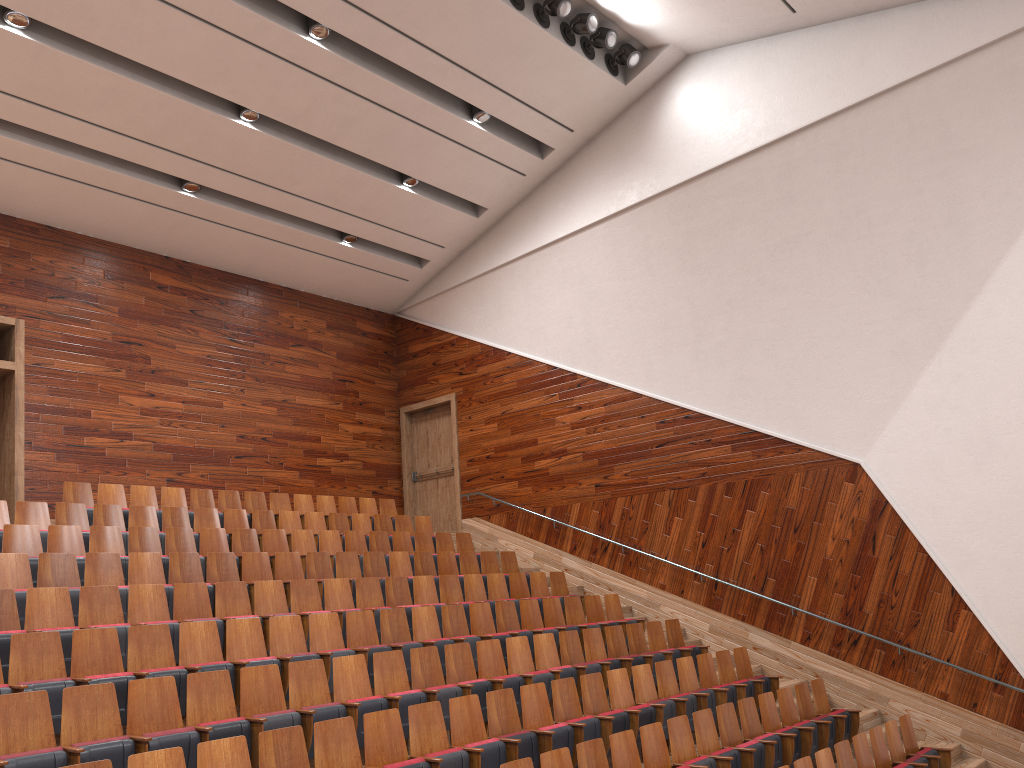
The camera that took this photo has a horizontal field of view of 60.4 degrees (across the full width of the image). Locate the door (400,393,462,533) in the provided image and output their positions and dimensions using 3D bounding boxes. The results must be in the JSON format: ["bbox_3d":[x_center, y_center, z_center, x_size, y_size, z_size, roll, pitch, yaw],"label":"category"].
[{"bbox_3d":[-0.134,0.147,1.518,0.141,0.235,0.024,-11,-9,41],"label":"door"}]

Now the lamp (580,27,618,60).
[{"bbox_3d":[0.111,-0.430,1.102,0.045,0.030,0.031,-13,-14,41],"label":"lamp"}]

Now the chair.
[{"bbox_3d":[-0.277,0.202,0.645,0.780,0.366,1.193,-14,-16,40],"label":"chair"}]

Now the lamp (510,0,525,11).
[{"bbox_3d":[0.020,-0.450,1.000,0.045,0.031,0.031,-13,-14,41],"label":"lamp"}]

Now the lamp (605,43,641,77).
[{"bbox_3d":[0.146,-0.424,1.141,0.045,0.031,0.031,-13,-14,41],"label":"lamp"}]

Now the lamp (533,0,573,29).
[{"bbox_3d":[0.051,-0.443,1.034,0.045,0.031,0.031,-13,-14,41],"label":"lamp"}]

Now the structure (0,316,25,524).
[{"bbox_3d":[-0.631,0.001,0.975,0.145,0.323,0.117,-10,-10,41],"label":"structure"}]

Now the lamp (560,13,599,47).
[{"bbox_3d":[0.084,-0.436,1.072,0.045,0.030,0.031,-13,-14,41],"label":"lamp"}]
